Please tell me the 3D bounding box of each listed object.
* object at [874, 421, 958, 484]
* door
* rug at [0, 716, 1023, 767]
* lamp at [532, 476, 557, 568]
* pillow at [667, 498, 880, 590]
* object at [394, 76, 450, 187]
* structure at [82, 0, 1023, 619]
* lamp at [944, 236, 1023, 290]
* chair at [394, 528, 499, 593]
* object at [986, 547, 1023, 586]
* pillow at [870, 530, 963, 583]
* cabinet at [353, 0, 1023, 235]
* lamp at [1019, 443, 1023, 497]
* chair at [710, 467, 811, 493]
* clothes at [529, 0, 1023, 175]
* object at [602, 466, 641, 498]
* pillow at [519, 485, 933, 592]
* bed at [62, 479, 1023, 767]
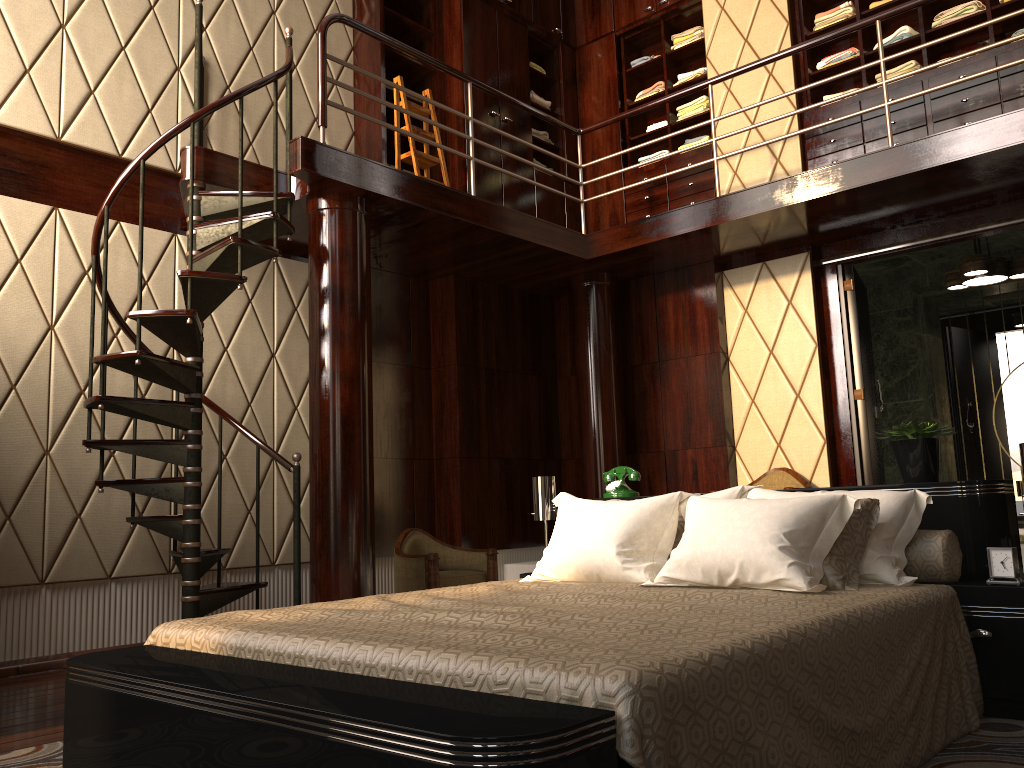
[{"bbox_3d":[1.359,0.231,2.971,0.256,0.205,0.241,-6,-9,23],"label":"object"},{"bbox_3d":[2.748,0.106,5.307,1.435,1.820,0.828,-9,-11,39],"label":"door"},{"bbox_3d":[0.293,0.932,2.225,2.910,0.006,3.735,-9,-11,41],"label":"rug"},{"bbox_3d":[0.141,0.579,3.684,0.109,0.385,0.106,5,-11,-41],"label":"lamp"},{"bbox_3d":[0.597,0.507,2.809,1.123,0.271,0.293,-9,-11,41],"label":"pillow"},{"bbox_3d":[-0.538,-1.441,5.513,0.258,0.974,0.275,-9,-11,41],"label":"object"},{"bbox_3d":[1.264,-0.515,3.615,6.107,3.189,3.750,-9,-11,41],"label":"structure"},{"bbox_3d":[2.970,-0.815,5.685,0.515,0.347,0.467,1,-9,-19],"label":"lamp"},{"bbox_3d":[-0.401,1.080,4.951,0.462,0.550,0.571,-9,-11,41],"label":"chair"},{"bbox_3d":[1.374,0.510,2.479,0.034,0.103,0.088,5,-11,-40],"label":"object"},{"bbox_3d":[0.797,0.593,3.078,1.396,0.167,0.173,-9,-11,41],"label":"pillow"},{"bbox_3d":[2.028,-2.308,4.833,6.767,2.432,2.576,-9,-11,41],"label":"cabinet"},{"bbox_3d":[1.523,0.359,2.529,0.109,0.385,0.106,5,-11,-41],"label":"lamp"},{"bbox_3d":[1.500,0.764,5.209,0.571,0.550,0.462,-9,-11,41],"label":"chair"},{"bbox_3d":[2.179,-2.230,5.658,4.996,0.954,0.818,-8,-10,34],"label":"clothes"},{"bbox_3d":[0.462,0.415,3.750,0.158,0.131,0.178,-3,-8,4],"label":"object"},{"bbox_3d":[0.593,0.487,2.848,1.322,0.320,0.685,-10,-11,42],"label":"pillow"},{"bbox_3d":[0.257,0.633,2.447,1.985,0.660,2.381,-9,-11,41],"label":"bed"}]
